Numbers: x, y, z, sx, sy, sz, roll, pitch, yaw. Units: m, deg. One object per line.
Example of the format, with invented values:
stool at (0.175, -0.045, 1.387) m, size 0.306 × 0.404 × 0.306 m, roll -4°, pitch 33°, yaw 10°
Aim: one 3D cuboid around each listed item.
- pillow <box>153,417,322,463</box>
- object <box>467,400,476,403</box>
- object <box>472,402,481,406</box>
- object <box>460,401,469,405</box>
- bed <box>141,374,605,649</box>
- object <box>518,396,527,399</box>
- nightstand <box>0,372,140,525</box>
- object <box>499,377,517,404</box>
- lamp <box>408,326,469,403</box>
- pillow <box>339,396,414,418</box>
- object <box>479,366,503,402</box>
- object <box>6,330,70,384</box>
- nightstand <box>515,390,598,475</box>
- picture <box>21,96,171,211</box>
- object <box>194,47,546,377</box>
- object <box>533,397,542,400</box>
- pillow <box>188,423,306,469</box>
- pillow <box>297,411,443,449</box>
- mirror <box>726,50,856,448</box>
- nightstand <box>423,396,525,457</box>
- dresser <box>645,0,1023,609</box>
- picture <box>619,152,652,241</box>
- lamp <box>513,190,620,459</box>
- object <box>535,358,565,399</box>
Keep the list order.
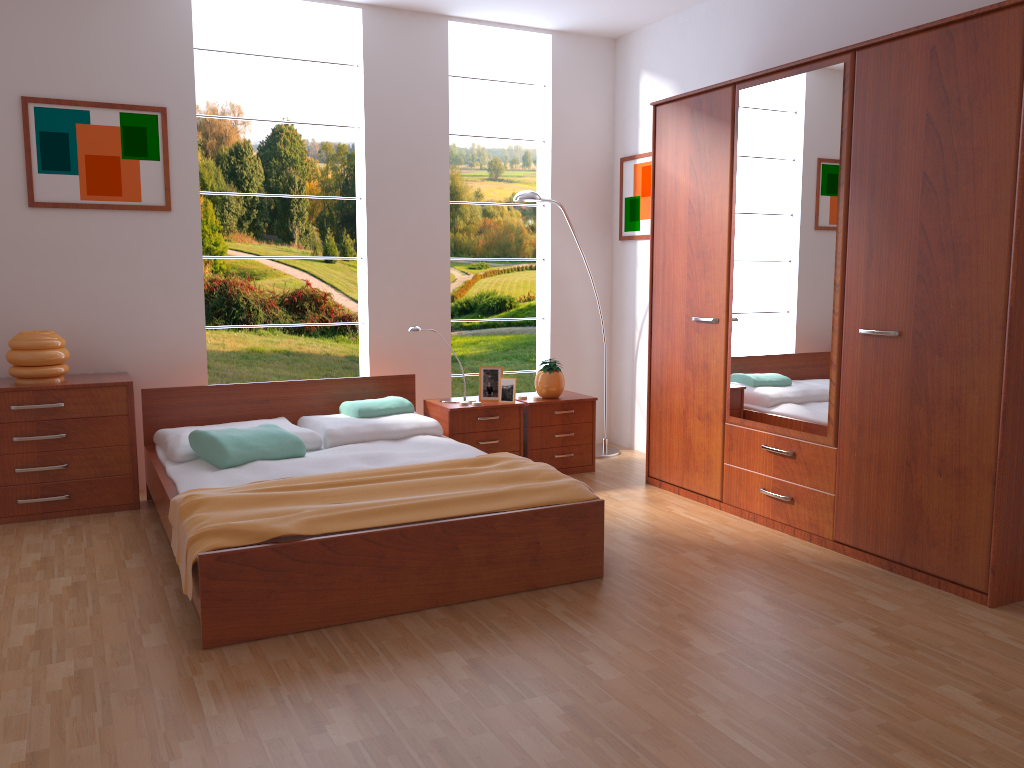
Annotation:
pillow at (-1.330, 0.273, 4.255) m, size 0.682 × 0.157 × 0.574 m, roll -5°, pitch 9°, yaw -33°
object at (-0.220, 0.097, 4.804) m, size 0.049 × 0.018 × 0.049 m, roll -6°, pitch 9°, yaw -40°
object at (-0.189, 0.106, 4.727) m, size 0.049 × 0.018 × 0.049 m, roll -6°, pitch 9°, yaw -40°
object at (-0.256, 0.105, 4.738) m, size 0.049 × 0.018 × 0.049 m, roll -6°, pitch 9°, yaw -40°
bed at (-0.677, 0.367, 3.868) m, size 1.632 × 0.560 × 1.990 m, roll -4°, pitch 8°, yaw -26°
object at (0.059, 0.078, 4.954) m, size 0.049 × 0.018 × 0.049 m, roll -6°, pitch 9°, yaw -40°
nightstand at (-2.236, 0.298, 4.210) m, size 0.815 × 0.626 × 0.428 m, roll -4°, pitch 8°, yaw -26°
object at (-0.024, 0.035, 4.792) m, size 0.094 × 0.137 × 0.027 m, roll 2°, pitch 8°, yaw 18°
lamp at (-0.385, -0.108, 4.795) m, size 0.337 × 0.421 × 0.163 m, roll -6°, pitch 9°, yaw -38°
pillow at (-0.713, 0.133, 4.656) m, size 0.322 × 0.116 × 0.276 m, roll -4°, pitch 8°, yaw -30°
object at (-0.115, 0.000, 4.861) m, size 0.131 × 0.191 × 0.037 m, roll 0°, pitch 7°, yaw 3°
object at (-2.222, -0.127, 4.160) m, size 0.264 × 0.244 × 0.264 m, roll -1°, pitch 7°, yaw -10°
nightstand at (0.203, 0.288, 5.095) m, size 0.439 × 0.442 × 0.377 m, roll -4°, pitch 8°, yaw -26°
picture at (-2.038, -1.124, 4.377) m, size 0.645 × 0.517 × 0.030 m, roll -4°, pitch 8°, yaw -26°
object at (-0.690, -0.914, 5.185) m, size 2.205 × 1.815 × 0.033 m, roll -4°, pitch 8°, yaw -26°
object at (0.143, 0.082, 4.922) m, size 0.049 × 0.018 × 0.049 m, roll -6°, pitch 9°, yaw -40°
pillow at (-1.173, 0.271, 3.943) m, size 0.334 × 0.164 × 0.425 m, roll 6°, pitch 9°, yaw 39°
pillow at (-0.731, 0.232, 4.577) m, size 0.630 × 0.182 × 0.574 m, roll -4°, pitch 8°, yaw -28°
mirror at (1.165, -0.548, 3.793) m, size 0.037 × 1.556 × 0.681 m, roll -4°, pitch 8°, yaw -26°
nightstand at (-0.212, 0.314, 4.887) m, size 0.439 × 0.442 × 0.377 m, roll -4°, pitch 8°, yaw -26°
dresser at (1.370, -0.345, 3.870) m, size 0.487 × 2.004 × 2.017 m, roll -4°, pitch 8°, yaw -26°
picture at (0.842, -1.138, 5.365) m, size 0.030 × 0.517 × 0.645 m, roll -4°, pitch 8°, yaw -26°
lamp at (0.365, -0.332, 5.341) m, size 0.387 × 1.603 × 0.799 m, roll 5°, pitch 9°, yaw 36°
object at (0.213, -0.032, 4.998) m, size 0.170 × 0.223 × 0.169 m, roll 7°, pitch 10°, yaw 42°
